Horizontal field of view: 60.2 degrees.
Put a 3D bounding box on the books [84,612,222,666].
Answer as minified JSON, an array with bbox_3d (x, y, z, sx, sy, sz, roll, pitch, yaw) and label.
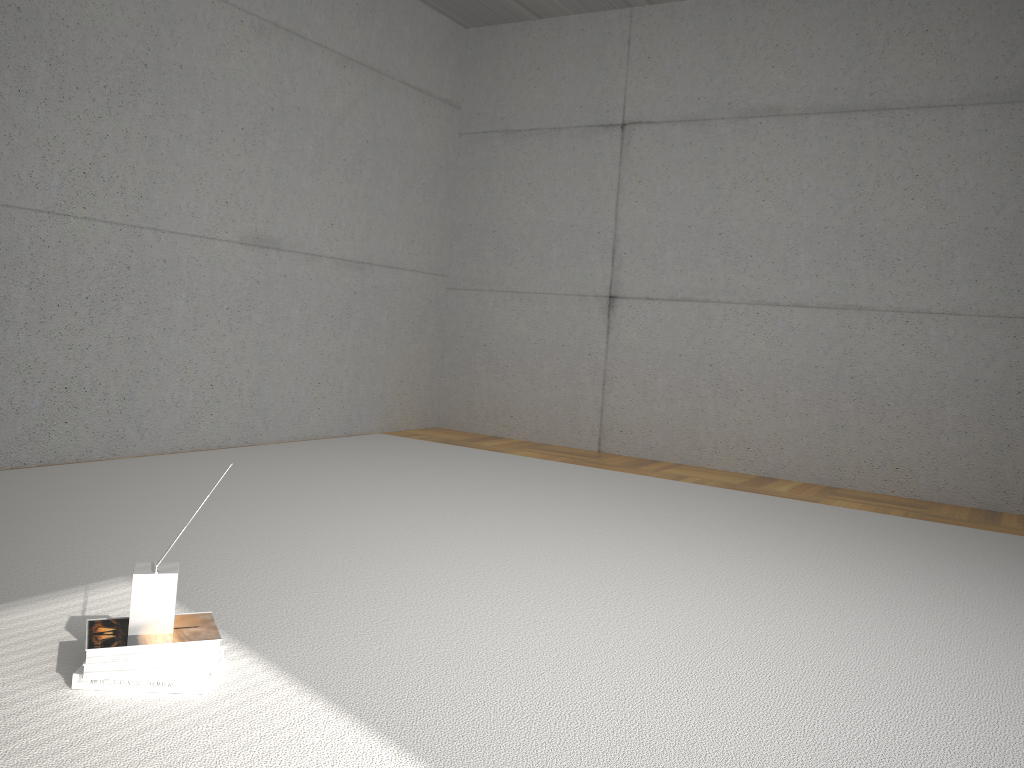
[{"bbox_3d":[-0.782,0.549,1.923,0.264,0.032,0.190,3,4,-25],"label":"books"}]

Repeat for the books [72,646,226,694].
[{"bbox_3d":[-0.780,0.614,1.919,0.264,0.032,0.189,4,3,-5],"label":"books"}]

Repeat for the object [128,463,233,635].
[{"bbox_3d":[-0.728,0.352,1.952,0.185,0.367,0.090,4,-1,-19],"label":"object"}]

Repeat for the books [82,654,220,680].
[{"bbox_3d":[-0.777,0.582,1.920,0.264,0.032,0.189,3,4,-20],"label":"books"}]
